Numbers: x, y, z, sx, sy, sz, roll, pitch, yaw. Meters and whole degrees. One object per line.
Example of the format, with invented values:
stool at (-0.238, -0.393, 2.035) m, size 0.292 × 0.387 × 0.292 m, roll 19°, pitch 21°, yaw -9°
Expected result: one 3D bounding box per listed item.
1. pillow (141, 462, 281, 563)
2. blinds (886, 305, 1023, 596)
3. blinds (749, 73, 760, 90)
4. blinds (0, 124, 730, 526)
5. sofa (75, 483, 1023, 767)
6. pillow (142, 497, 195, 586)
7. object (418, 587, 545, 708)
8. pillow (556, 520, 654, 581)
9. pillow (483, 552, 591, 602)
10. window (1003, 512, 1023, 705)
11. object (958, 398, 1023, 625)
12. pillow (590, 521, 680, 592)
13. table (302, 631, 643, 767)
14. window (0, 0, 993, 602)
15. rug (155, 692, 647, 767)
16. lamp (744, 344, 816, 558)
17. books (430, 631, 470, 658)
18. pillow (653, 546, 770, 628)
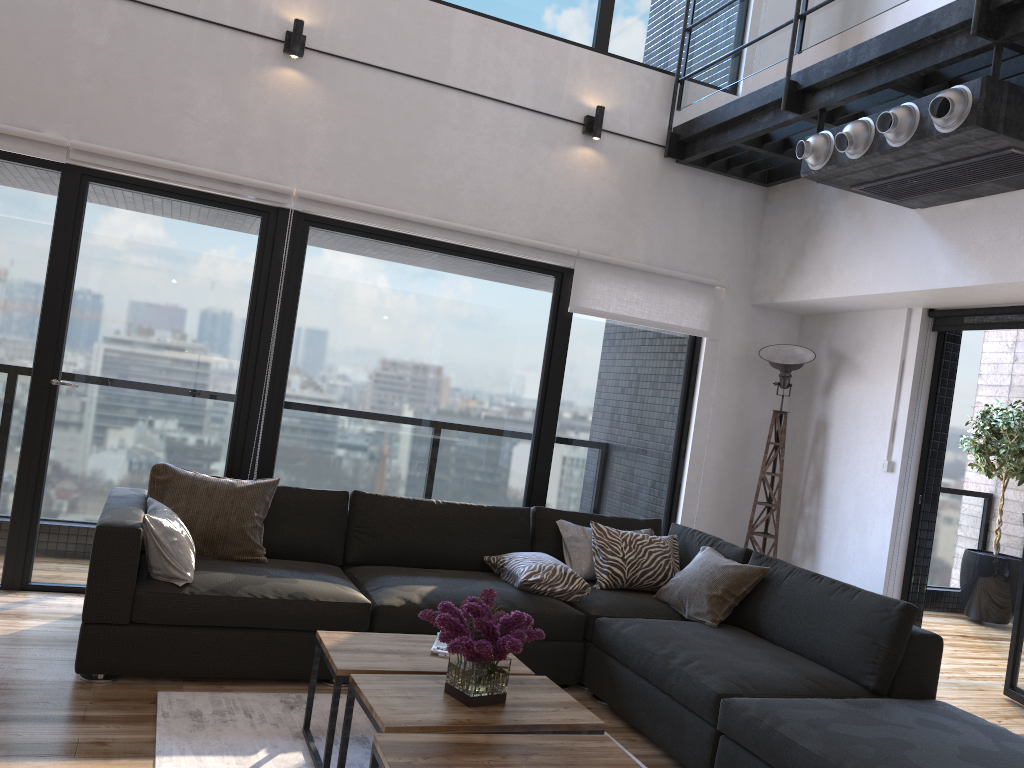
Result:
pillow at (-1.342, 0.569, 3.904) m, size 0.610 × 0.382 × 0.265 m, roll 9°, pitch -1°, yaw -21°
blinds at (3.511, 0.769, 3.256) m, size 3.858 × 2.052 × 1.830 m, roll 8°, pitch -1°, yaw 23°
blinds at (-2.738, -3.096, 2.787) m, size 10.215 × 2.975 × 1.993 m, roll 9°, pitch -1°, yaw -43°
blinds at (-1.224, 0.014, 4.516) m, size 5.373 × 2.044 × 0.095 m, roll 9°, pitch -1°, yaw -21°
sofa at (0.056, 0.954, 3.260) m, size 3.046 × 0.700 × 2.997 m, roll 9°, pitch -1°, yaw -21°
pillow at (-1.369, 0.623, 3.535) m, size 0.212 × 0.265 × 0.498 m, roll 8°, pitch -1°, yaw -20°
object at (-0.081, 0.744, 2.580) m, size 0.342 × 0.343 × 0.375 m, roll 8°, pitch -1°, yaw -20°
pillow at (0.518, 0.891, 4.603) m, size 0.612 × 0.294 × 0.234 m, roll 9°, pitch -1°, yaw -21°
pillow at (0.109, 0.909, 4.252) m, size 0.356 × 0.177 × 0.530 m, roll 9°, pitch -1°, yaw -23°
window at (3.014, 0.726, 3.798) m, size 0.100 × 2.050 × 2.448 m, roll 8°, pitch -1°, yaw -4°
object at (4.110, 1.039, 7.402) m, size 0.811 × 1.862 × 0.801 m, roll 8°, pitch -1°, yaw 22°
pillow at (0.636, 0.882, 4.481) m, size 0.532 × 0.314 × 0.250 m, roll 8°, pitch -1°, yaw -17°
table at (-0.139, 1.084, 2.552) m, size 0.698 × 0.350 × 1.297 m, roll 9°, pitch -1°, yaw -21°
window at (-0.624, -1.405, 2.906) m, size 13.407 × 5.566 × 5.660 m, roll 9°, pitch -1°, yaw -21°
rug at (-0.145, 1.260, 2.518) m, size 1.638 × 0.003 × 2.112 m, roll 9°, pitch -1°, yaw -21°
lamp at (1.220, 0.598, 5.097) m, size 1.470 × 1.827 × 0.424 m, roll 9°, pitch -1°, yaw -36°
books at (-0.160, 0.910, 3.078) m, size 0.228 × 0.013 × 0.295 m, roll 8°, pitch -1°, yaw 0°
pillow at (0.914, 0.945, 4.156) m, size 0.273 × 0.309 × 0.546 m, roll 8°, pitch -1°, yaw -22°
